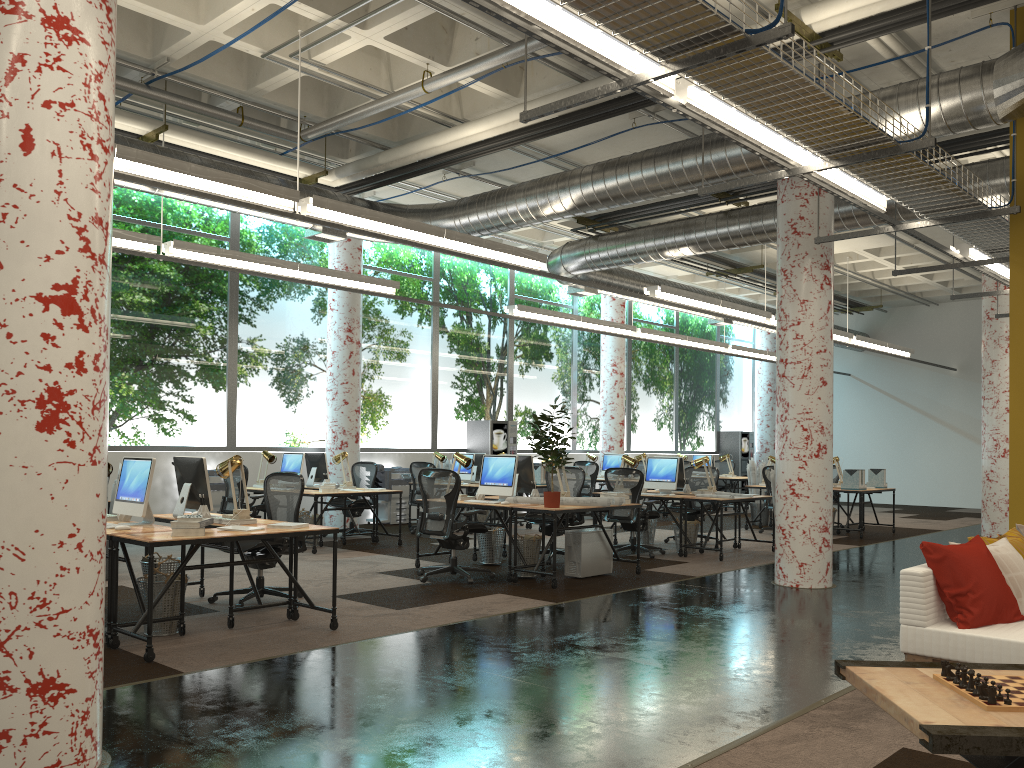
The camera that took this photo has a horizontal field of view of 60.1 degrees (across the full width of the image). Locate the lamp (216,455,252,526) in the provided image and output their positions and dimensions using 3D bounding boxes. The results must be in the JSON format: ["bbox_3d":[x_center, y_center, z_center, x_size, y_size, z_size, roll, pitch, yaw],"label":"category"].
[{"bbox_3d":[-2.043,0.830,6.547,0.219,0.610,0.528,1,-2,-28],"label":"lamp"}]

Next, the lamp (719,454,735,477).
[{"bbox_3d":[4.789,1.842,19.506,0.219,0.610,0.528,1,-2,-28],"label":"lamp"}]

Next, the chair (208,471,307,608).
[{"bbox_3d":[-2.056,1.273,7.347,0.770,1.084,0.793,0,-2,27],"label":"chair"}]

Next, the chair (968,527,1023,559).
[{"bbox_3d":[2.929,1.071,5.148,0.547,0.438,0.316,3,-3,-35],"label":"chair"}]

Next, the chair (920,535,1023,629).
[{"bbox_3d":[2.353,1.017,4.549,0.534,0.444,0.302,2,-3,-31],"label":"chair"}]

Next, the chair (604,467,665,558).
[{"bbox_3d":[1.483,1.580,11.031,0.770,1.084,0.793,0,-2,27],"label":"chair"}]

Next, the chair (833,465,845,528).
[{"bbox_3d":[5.358,1.935,15.339,0.770,1.084,0.793,0,-2,27],"label":"chair"}]

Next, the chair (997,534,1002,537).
[{"bbox_3d":[3.273,1.128,5.430,0.523,0.407,0.341,2,-3,-31],"label":"chair"}]

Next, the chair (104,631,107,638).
[{"bbox_3d":[-3.153,1.155,5.890,0.770,1.084,0.793,0,-2,27],"label":"chair"}]

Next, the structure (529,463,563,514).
[{"bbox_3d":[0.671,2.070,17.798,0.503,1.056,1.059,-1,-3,43],"label":"structure"}]

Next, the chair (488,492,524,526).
[{"bbox_3d":[-0.142,1.846,15.002,0.770,1.084,0.793,0,-2,27],"label":"chair"}]

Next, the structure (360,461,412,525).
[{"bbox_3d":[-2.039,1.828,14.875,0.503,1.056,1.059,-1,-3,43],"label":"structure"}]

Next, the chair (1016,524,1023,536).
[{"bbox_3d":[3.503,1.126,5.780,0.546,0.437,0.335,3,-3,-42],"label":"chair"}]

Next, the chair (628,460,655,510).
[{"bbox_3d":[2.568,2.088,17.924,0.770,1.084,0.793,0,-2,27],"label":"chair"}]

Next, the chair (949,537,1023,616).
[{"bbox_3d":[2.692,1.064,4.848,0.525,0.400,0.332,2,-3,-28],"label":"chair"}]

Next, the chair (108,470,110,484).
[{"bbox_3d":[-4.838,1.426,9.936,0.770,1.084,0.793,0,-2,27],"label":"chair"}]

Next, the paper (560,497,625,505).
[{"bbox_3d":[0.566,1.165,8.879,1.134,0.082,0.083,0,-3,8],"label":"paper"}]

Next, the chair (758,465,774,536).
[{"bbox_3d":[4.261,1.817,13.882,0.770,1.084,0.793,0,-2,27],"label":"chair"}]

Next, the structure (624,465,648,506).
[{"bbox_3d":[2.879,2.267,20.179,0.503,1.056,1.059,-1,-3,43],"label":"structure"}]

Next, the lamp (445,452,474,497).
[{"bbox_3d":[-0.601,1.038,9.503,0.219,0.610,0.528,1,-2,-28],"label":"lamp"}]

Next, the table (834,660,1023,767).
[{"bbox_3d":[1.149,1.092,2.024,0.626,0.758,0.617,1,-2,3],"label":"table"}]

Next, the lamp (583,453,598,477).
[{"bbox_3d":[1.466,1.643,17.281,0.219,0.610,0.528,1,-2,-28],"label":"lamp"}]

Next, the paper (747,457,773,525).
[{"bbox_3d":[4.350,1.883,15.605,0.440,1.197,0.413,0,-1,21],"label":"paper"}]

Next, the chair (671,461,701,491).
[{"bbox_3d":[3.678,2.167,18.849,0.770,1.084,0.793,0,-2,27],"label":"chair"}]

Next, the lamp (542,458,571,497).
[{"bbox_3d":[0.509,1.040,9.344,0.209,0.610,0.528,1,-2,-28],"label":"lamp"}]

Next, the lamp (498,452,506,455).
[{"bbox_3d":[-0.129,1.403,14.202,0.219,0.610,0.528,1,-2,-28],"label":"lamp"}]

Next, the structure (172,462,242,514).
[{"bbox_3d":[-4.238,1.631,12.499,0.503,1.056,1.059,-1,-3,43],"label":"structure"}]

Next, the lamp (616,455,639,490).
[{"bbox_3d":[1.484,1.253,11.848,0.209,0.610,0.528,1,-2,-28],"label":"lamp"}]

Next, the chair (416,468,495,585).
[{"bbox_3d":[-0.597,1.365,8.689,0.770,1.084,0.793,0,-2,27],"label":"chair"}]

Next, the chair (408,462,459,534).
[{"bbox_3d":[-1.239,1.728,13.545,0.770,1.084,0.793,0,-2,27],"label":"chair"}]

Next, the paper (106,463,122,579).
[{"bbox_3d":[-3.983,1.272,8.486,0.440,1.197,0.413,0,-1,21],"label":"paper"}]

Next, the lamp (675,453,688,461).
[{"bbox_3d":[3.674,1.840,19.663,0.219,0.610,0.528,1,-2,-28],"label":"lamp"}]

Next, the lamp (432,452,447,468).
[{"bbox_3d":[-1.239,1.401,14.361,0.209,0.610,0.528,1,-2,-28],"label":"lamp"}]

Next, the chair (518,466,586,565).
[{"bbox_3d":[0.501,1.483,10.146,0.770,1.084,0.793,0,-2,27],"label":"chair"}]

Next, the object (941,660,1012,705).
[{"bbox_3d":[1.063,0.677,2.040,0.056,0.053,0.250,1,-4,3],"label":"object"}]

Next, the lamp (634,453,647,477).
[{"bbox_3d":[2.581,1.645,17.124,0.219,0.610,0.528,1,-2,-28],"label":"lamp"}]

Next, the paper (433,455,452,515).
[{"bbox_3d":[-1.150,1.793,15.267,0.440,1.197,0.413,0,-1,21],"label":"paper"}]

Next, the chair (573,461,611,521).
[{"bbox_3d":[1.470,1.970,16.467,0.770,1.084,0.793,0,-2,27],"label":"chair"}]

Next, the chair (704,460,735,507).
[{"bbox_3d":[4.776,2.285,20.306,0.770,1.084,0.793,0,-2,27],"label":"chair"}]

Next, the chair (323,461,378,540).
[{"bbox_3d":[-2.265,1.656,12.711,0.770,1.084,0.793,0,-2,27],"label":"chair"}]

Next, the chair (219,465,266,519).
[{"bbox_3d":[-3.363,1.538,11.254,0.770,1.084,0.793,0,-2,27],"label":"chair"}]

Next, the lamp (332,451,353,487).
[{"bbox_3d":[-2.257,1.213,11.909,0.209,0.610,0.528,1,-2,-28],"label":"lamp"}]

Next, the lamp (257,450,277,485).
[{"bbox_3d":[-3.367,1.211,12.068,0.219,0.610,0.528,1,-2,-28],"label":"lamp"}]

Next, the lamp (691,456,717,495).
[{"bbox_3d":[2.590,1.254,11.686,0.209,0.610,0.528,1,-2,-28],"label":"lamp"}]

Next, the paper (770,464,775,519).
[{"bbox_3d":[3.436,1.544,11.039,0.440,1.197,0.413,0,-1,21],"label":"paper"}]

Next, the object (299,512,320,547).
[{"bbox_3d":[-2.634,1.887,11.501,0.359,0.434,0.353,-1,-3,39],"label":"object"}]

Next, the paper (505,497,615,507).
[{"bbox_3d":[0.451,1.155,8.756,1.134,0.082,0.083,-1,-3,17],"label":"paper"}]

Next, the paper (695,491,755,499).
[{"bbox_3d":[2.647,1.386,11.039,0.568,0.061,0.627,-3,-5,40],"label":"paper"}]

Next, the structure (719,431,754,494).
[{"bbox_3d":[5.972,2.167,23.516,0.638,1.808,0.751,-1,-2,43],"label":"structure"}]

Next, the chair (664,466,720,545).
[{"bbox_3d":[2.581,1.697,12.488,0.770,1.084,0.793,0,-2,27],"label":"chair"}]

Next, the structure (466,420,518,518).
[{"bbox_3d":[-0.373,1.600,16.672,0.638,1.808,0.751,-1,-2,43],"label":"structure"}]

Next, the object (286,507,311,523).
[{"bbox_3d":[-3.002,1.951,12.452,0.359,0.434,0.353,-1,-3,39],"label":"object"}]

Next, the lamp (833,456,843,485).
[{"bbox_3d":[5.371,1.492,14.539,0.219,0.610,0.528,1,-2,-28],"label":"lamp"}]

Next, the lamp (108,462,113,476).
[{"bbox_3d":[-3.157,0.828,6.704,0.219,0.610,0.528,1,-2,-28],"label":"lamp"}]

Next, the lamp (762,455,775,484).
[{"bbox_3d":[4.257,1.490,14.696,0.219,0.610,0.528,1,-2,-28],"label":"lamp"}]
